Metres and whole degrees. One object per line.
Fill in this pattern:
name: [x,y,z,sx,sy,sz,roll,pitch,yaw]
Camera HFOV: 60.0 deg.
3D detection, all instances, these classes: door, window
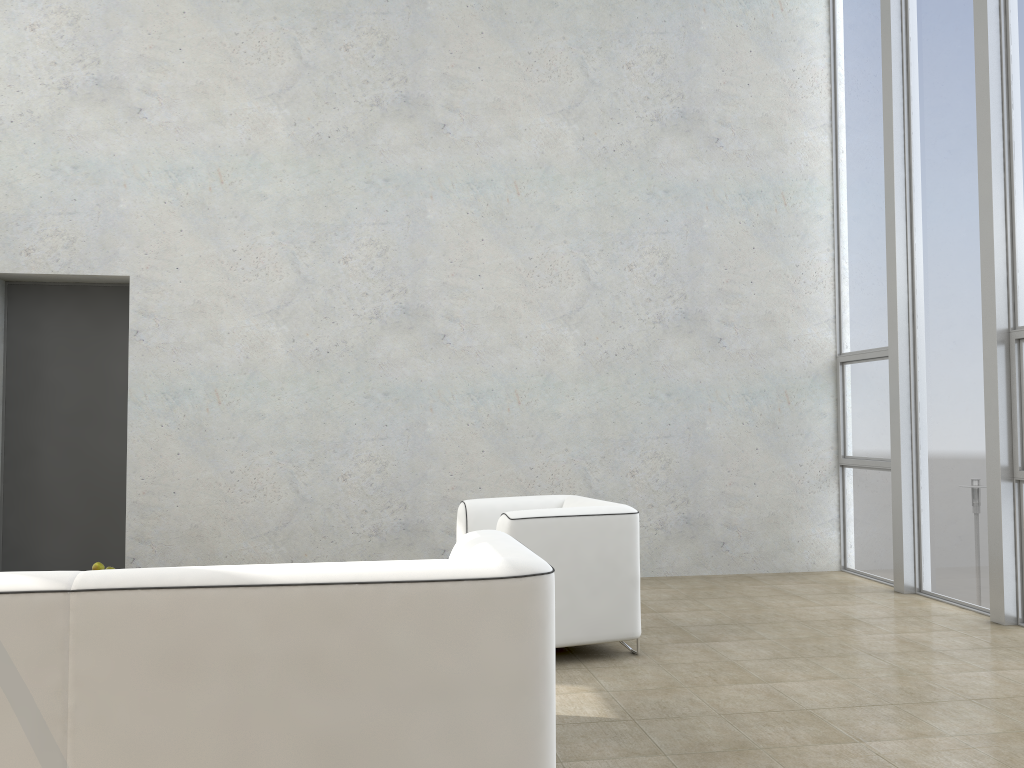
door: [-3.045,0.353,6.149,0.864,2.080,0.040,0,-3,-9]
window: [2.538,-1.468,6.371,0.050,5.700,0.800,0,-3,-9]
window: [2.834,-1.551,4.570,0.050,5.700,0.800,0,-3,-9]
window: [2.701,-1.510,5.473,0.010,5.650,0.741,0,-3,-9]

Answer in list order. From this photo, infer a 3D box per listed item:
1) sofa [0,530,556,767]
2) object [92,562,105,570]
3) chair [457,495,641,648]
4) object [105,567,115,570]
sofa: [-1.219,0.835,2.748,2.601,0.638,0.971,0,-3,-9]
object: [-2.013,0.895,4.317,0.055,0.056,0.055,0,-3,-9]
chair: [0.166,0.910,4.470,0.720,0.635,0.829,1,-3,-19]
object: [-1.977,0.921,4.365,0.047,0.045,0.047,0,-3,-9]
